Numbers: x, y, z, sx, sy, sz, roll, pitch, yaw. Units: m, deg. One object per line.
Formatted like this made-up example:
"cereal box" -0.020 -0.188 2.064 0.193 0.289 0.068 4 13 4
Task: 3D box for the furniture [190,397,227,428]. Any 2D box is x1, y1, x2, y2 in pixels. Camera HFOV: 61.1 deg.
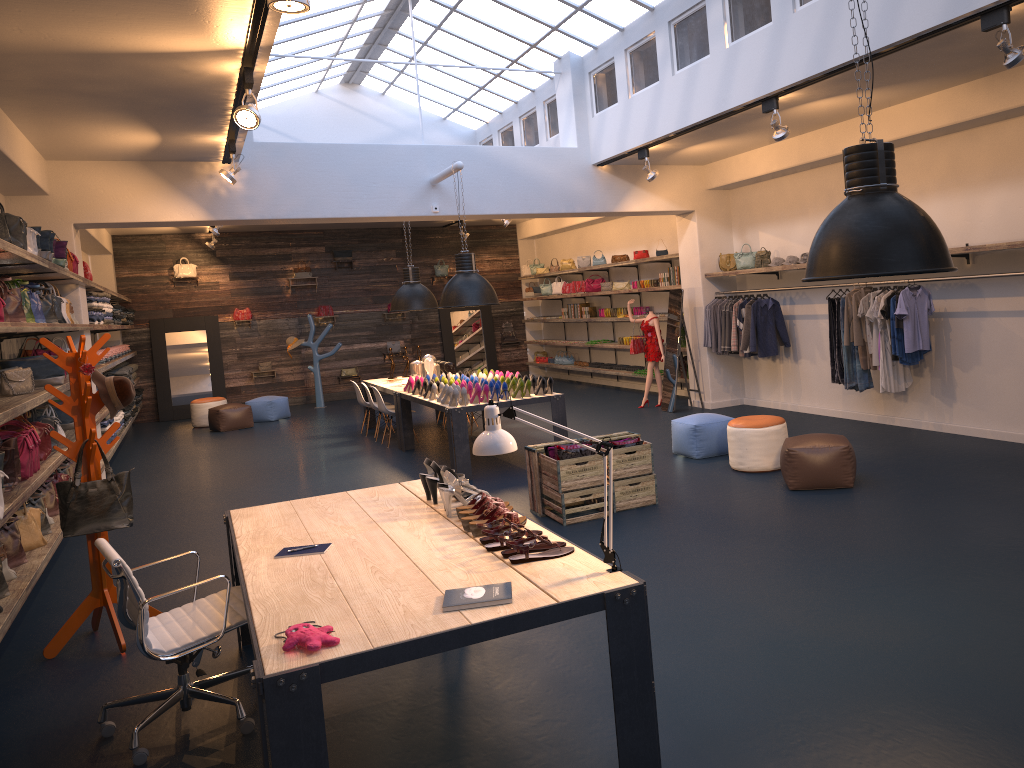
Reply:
"furniture" -5.237 0.483 15.033 0.616 0.479 0.546 -6 4 -21

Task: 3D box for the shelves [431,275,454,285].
"shelves" -1.505 -2.247 18.827 0.483 0.177 0.229 -6 5 -25

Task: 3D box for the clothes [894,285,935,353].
"clothes" 4.265 -0.688 9.134 0.589 0.698 0.115 -6 3 -27

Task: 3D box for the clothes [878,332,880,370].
"clothes" 4.138 -0.530 9.533 0.353 0.875 0.086 -6 3 -25

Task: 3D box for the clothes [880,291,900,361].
"clothes" 4.193 -0.631 9.332 0.599 0.750 0.130 -6 3 -24

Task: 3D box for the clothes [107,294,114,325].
"clothes" -5.503 -0.995 11.579 0.279 0.454 0.322 -5 3 -9

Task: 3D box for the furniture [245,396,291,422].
"furniture" -4.301 0.422 15.277 0.623 0.422 0.676 -3 5 16

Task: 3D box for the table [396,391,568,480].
"table" -0.409 0.469 10.009 1.319 0.739 2.379 -6 5 -21

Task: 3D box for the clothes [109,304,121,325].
"clothes" -5.675 -0.963 12.127 0.393 0.298 0.307 -6 4 -21

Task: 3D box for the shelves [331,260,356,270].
"shelves" -3.460 -2.446 17.862 0.483 0.178 0.229 -6 5 -25

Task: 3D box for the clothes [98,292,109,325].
"clothes" -5.277 -0.955 10.971 0.279 0.454 0.322 -5 3 -9

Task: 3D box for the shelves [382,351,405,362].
"shelves" -2.478 -0.579 18.338 0.483 0.183 0.229 -6 5 -25

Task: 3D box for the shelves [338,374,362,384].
"shelves" -3.337 -0.095 17.908 0.483 0.157 0.229 -6 5 -25

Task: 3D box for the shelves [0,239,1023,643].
"shelves" -0.659 -0.387 10.463 9.226 2.223 15.775 -6 6 -22

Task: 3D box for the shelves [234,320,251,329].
"shelves" -5.245 -1.168 16.970 0.325 0.157 0.229 -6 5 -24

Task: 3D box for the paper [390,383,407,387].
"paper" -1.360 -0.007 11.821 0.318 0.014 0.759 -2 6 20

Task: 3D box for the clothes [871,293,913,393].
"clothes" 4.170 -0.453 9.484 0.536 1.107 0.121 -6 3 -27

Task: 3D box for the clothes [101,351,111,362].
"clothes" -5.456 -0.339 11.317 0.358 0.159 0.314 -4 5 -2

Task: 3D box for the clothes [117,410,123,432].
"clothes" -5.255 0.462 11.316 0.279 0.454 0.322 -5 3 -9

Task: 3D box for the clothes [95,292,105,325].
"clothes" -5.028 -0.899 10.359 0.267 0.410 0.303 -5 3 -16

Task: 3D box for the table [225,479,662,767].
"table" -0.500 1.047 3.827 1.319 0.739 2.379 -6 5 -21

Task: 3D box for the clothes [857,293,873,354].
"clothes" 4.074 -0.679 9.652 0.589 0.684 0.108 -6 3 -27

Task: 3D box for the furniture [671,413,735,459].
"furniture" 2.042 0.525 9.223 0.695 0.422 0.605 -6 5 -25

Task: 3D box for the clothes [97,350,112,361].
"clothes" -5.544 -0.367 11.622 0.343 0.154 0.327 -7 5 -28

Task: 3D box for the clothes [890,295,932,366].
"clothes" 4.241 -0.580 9.246 0.524 0.768 0.116 -6 3 -27

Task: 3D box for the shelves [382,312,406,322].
"shelves" -2.474 -1.419 18.366 0.529 0.184 0.188 -7 4 -25

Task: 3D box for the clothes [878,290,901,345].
"clothes" 4.172 -0.727 9.385 0.558 0.585 0.073 -6 3 -26

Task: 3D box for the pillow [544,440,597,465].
"pillow" 0.460 0.626 6.953 0.381 0.348 0.408 -6 4 -23

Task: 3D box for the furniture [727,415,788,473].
"furniture" 2.353 0.559 8.300 0.616 0.479 0.546 -6 4 -21

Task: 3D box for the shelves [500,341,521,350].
"shelves" -0.038 -0.872 19.549 0.483 0.157 0.229 -6 5 -25

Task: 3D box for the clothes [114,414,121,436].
"clothes" -5.148 0.481 11.027 0.279 0.454 0.322 -5 3 -9

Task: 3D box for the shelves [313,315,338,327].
"shelves" -3.782 -1.277 17.694 0.483 0.210 0.229 -6 4 -25

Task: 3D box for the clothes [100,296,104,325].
"clothes" -5.161 -0.915 10.638 0.267 0.410 0.303 -5 3 -16

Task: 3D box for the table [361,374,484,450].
"table" -1.241 0.322 12.254 1.319 0.739 2.378 -6 5 -21

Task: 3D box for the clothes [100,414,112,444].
"clothes" -4.810 0.560 10.095 0.267 0.410 0.303 -5 3 -16

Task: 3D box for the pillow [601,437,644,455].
"pillow" 0.883 0.602 7.265 0.330 0.318 0.429 -6 4 -22

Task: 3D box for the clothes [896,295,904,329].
"clothes" 4.203 -0.764 9.211 0.489 0.370 0.129 -6 3 -27

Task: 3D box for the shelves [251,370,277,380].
"shelves" -4.893 -0.186 17.141 0.483 0.143 0.229 -7 5 -25

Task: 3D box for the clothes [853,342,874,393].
"clothes" 4.001 -0.474 10.017 0.217 1.134 0.222 -5 2 -16

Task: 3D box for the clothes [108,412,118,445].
"clothes" -4.899 0.536 10.414 0.267 0.410 0.303 -5 3 -16

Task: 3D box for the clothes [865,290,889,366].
"clothes" 4.109 -0.623 9.577 0.545 0.830 0.132 -6 3 -23

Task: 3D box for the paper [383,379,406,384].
"paper" -1.685 -0.041 12.439 0.348 0.014 0.693 -5 5 -12

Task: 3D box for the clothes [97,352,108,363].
"clothes" -5.308 -0.326 10.986 0.343 0.154 0.327 -7 5 -28

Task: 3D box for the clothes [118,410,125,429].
"clothes" -5.374 0.441 11.634 0.279 0.454 0.322 -5 3 -9

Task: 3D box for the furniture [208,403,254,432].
"furniture" -4.651 0.533 14.350 0.705 0.422 0.594 -8 6 -39

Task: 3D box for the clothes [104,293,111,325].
"clothes" -5.384 -0.974 11.260 0.279 0.454 0.322 -5 3 -9

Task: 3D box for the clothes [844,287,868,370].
"clothes" 3.998 -0.634 9.887 0.561 0.945 0.171 -6 3 -29

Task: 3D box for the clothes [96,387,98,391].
"clothes" -5.113 0.152 10.524 0.453 0.240 0.401 -6 5 -23

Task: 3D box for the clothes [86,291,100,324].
"clothes" -4.939 -0.876 10.039 0.267 0.410 0.303 -5 3 -16

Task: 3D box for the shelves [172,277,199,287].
"shelves" -6.200 -1.944 16.505 0.483 0.157 0.229 -6 5 -25

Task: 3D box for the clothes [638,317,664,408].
"clothes" 2.150 -0.339 13.245 0.499 1.382 0.319 -6 3 -37

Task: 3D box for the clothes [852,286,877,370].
"clothes" 4.029 -0.627 9.788 0.561 0.945 0.171 -6 3 -29

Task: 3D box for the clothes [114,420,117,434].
"clothes" -5.032 0.520 10.693 0.267 0.410 0.303 -5 3 -16

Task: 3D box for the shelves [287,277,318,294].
"shelves" -4.201 -1.981 17.491 0.597 0.316 0.229 -6 4 -25

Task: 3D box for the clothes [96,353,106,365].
"clothes" -5.220 -0.297 10.681 0.358 0.159 0.314 -4 5 -2
